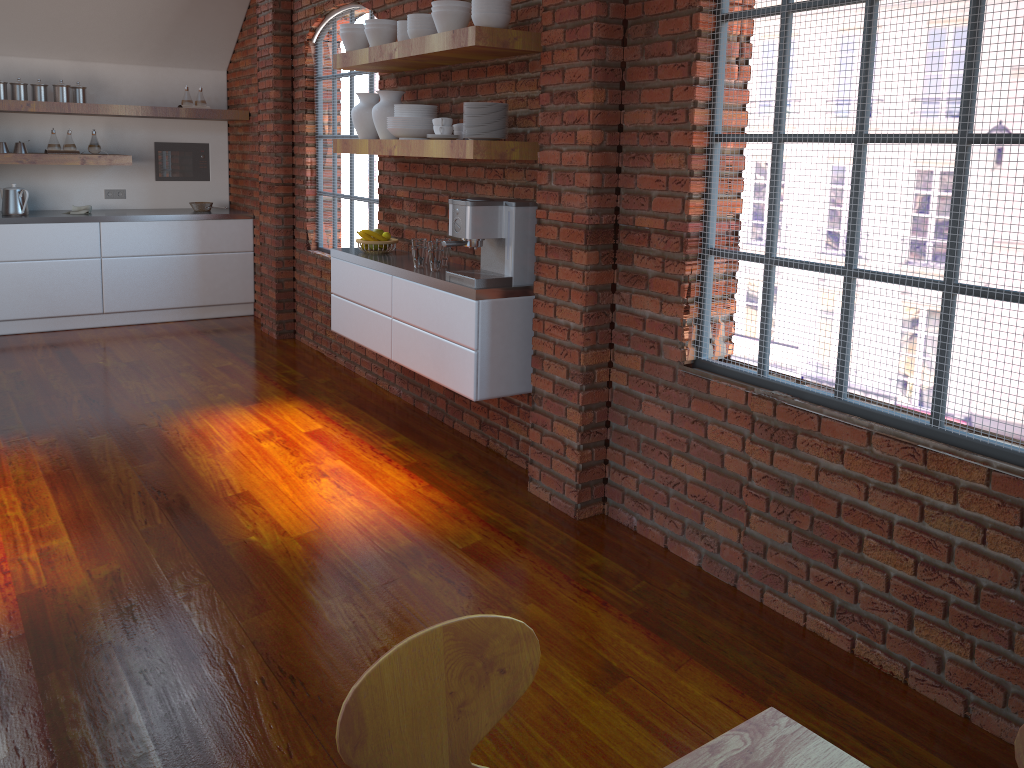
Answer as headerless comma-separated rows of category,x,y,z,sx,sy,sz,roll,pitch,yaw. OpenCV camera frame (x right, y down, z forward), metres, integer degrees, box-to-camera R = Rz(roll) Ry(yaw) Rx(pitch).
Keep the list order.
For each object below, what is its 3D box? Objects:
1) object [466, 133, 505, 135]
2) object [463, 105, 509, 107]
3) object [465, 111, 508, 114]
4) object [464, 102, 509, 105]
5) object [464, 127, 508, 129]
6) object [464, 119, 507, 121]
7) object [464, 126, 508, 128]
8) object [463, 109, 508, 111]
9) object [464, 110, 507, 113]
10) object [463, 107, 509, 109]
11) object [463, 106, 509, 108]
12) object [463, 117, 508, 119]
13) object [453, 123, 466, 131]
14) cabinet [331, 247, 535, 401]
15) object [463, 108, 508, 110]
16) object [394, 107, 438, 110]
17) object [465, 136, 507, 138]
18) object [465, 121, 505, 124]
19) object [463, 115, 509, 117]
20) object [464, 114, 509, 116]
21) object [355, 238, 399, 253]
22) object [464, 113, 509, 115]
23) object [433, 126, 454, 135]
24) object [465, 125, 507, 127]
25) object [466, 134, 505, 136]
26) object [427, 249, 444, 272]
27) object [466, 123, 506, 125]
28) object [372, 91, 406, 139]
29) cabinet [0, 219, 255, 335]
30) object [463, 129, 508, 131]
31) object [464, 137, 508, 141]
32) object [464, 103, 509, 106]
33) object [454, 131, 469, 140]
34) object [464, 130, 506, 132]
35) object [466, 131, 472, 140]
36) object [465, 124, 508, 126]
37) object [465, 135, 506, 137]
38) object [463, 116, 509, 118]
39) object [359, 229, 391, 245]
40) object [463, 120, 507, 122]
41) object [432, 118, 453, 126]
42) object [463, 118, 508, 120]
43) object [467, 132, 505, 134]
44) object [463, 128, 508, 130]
object,-0.113,-1.067,3.773,0.194,0.013,0.199,-3,15,-16
object,-0.110,-1.181,3.757,0.194,0.013,0.199,-3,15,-16
object,-0.111,-1.153,3.761,0.194,0.013,0.199,-3,15,-16
object,-0.110,-1.190,3.755,0.194,0.013,0.199,-3,15,-16
object,-0.113,-1.091,3.770,0.194,0.013,0.199,-3,15,-16
object,-0.112,-1.122,3.765,0.194,0.013,0.199,-3,15,-16
object,-0.113,-1.095,3.769,0.194,0.013,0.199,-3,15,-16
object,-0.111,-1.163,3.759,0.194,0.013,0.199,-3,15,-16
object,-0.111,-1.158,3.760,0.194,0.013,0.199,-3,15,-16
object,-0.111,-1.172,3.758,0.194,0.013,0.199,-3,15,-16
object,-0.110,-1.176,3.757,0.194,0.013,0.199,-3,15,-16
object,-0.112,-1.131,3.764,0.194,0.013,0.199,-3,15,-16
object,-0.238,-1.208,4.174,0.092,0.057,0.102,8,15,25
cabinet,-0.453,-0.368,4.432,0.338,0.465,1.651,-5,16,-32
object,-0.111,-1.167,3.759,0.194,0.013,0.199,-3,15,-16
object,-0.471,-1.325,4.308,0.215,0.054,0.217,-11,19,-40
object,-0.114,-1.054,3.775,0.194,0.013,0.199,-3,15,-16
object,-0.112,-1.113,3.766,0.194,0.013,0.199,-3,15,-16
object,-0.111,-1.139,3.763,0.194,0.013,0.199,-3,15,-16
object,-0.111,-1.144,3.762,0.194,0.013,0.199,-3,15,-16
object,-0.744,-0.761,4.848,0.236,0.070,0.240,5,15,14
object,-0.111,-1.149,3.761,0.194,0.013,0.199,-3,15,-16
object,-0.315,-1.150,4.009,0.099,0.046,0.093,-9,17,-37
object,-0.112,-1.100,3.768,0.194,0.013,0.199,-3,15,-16
object,-0.113,-1.064,3.773,0.194,0.013,0.199,-3,15,-16
object,-0.361,-0.584,4.156,0.077,0.102,0.079,-3,11,-21
object,-0.112,-1.109,3.767,0.194,0.013,0.199,-3,15,-16
object,-0.631,-1.394,4.577,0.193,0.245,0.195,7,12,28
cabinet,-3.193,-0.942,7.156,1.994,0.803,0.723,-8,14,-32
object,-0.113,-1.081,3.771,0.194,0.013,0.199,-3,15,-16
object,-0.114,-1.050,3.775,0.194,0.013,0.199,-3,15,-16
object,-0.110,-1.185,3.756,0.194,0.013,0.199,-3,15,-16
object,-0.233,-1.176,4.176,0.093,0.046,0.100,11,17,35
object,-0.113,-1.077,3.772,0.194,0.013,0.199,-3,15,-16
object,-0.161,-1.113,3.947,0.092,0.046,0.101,2,14,1
object,-0.112,-1.104,3.768,0.194,0.013,0.199,-3,15,-16
object,-0.113,-1.059,3.774,0.194,0.013,0.199,-3,15,-16
object,-0.111,-1.136,3.763,0.194,0.013,0.199,-3,15,-16
object,-0.751,-0.801,4.795,0.184,0.083,0.068,3,11,5
object,-0.112,-1.118,3.766,0.194,0.013,0.199,-3,15,-16
object,-0.320,-1.182,4.008,0.093,0.057,0.101,12,17,39
object,-0.112,-1.126,3.764,0.194,0.013,0.199,-3,15,-16
object,-0.113,-1.072,3.772,0.194,0.013,0.199,-3,15,-16
object,-0.113,-1.086,3.770,0.194,0.013,0.199,-3,15,-16
